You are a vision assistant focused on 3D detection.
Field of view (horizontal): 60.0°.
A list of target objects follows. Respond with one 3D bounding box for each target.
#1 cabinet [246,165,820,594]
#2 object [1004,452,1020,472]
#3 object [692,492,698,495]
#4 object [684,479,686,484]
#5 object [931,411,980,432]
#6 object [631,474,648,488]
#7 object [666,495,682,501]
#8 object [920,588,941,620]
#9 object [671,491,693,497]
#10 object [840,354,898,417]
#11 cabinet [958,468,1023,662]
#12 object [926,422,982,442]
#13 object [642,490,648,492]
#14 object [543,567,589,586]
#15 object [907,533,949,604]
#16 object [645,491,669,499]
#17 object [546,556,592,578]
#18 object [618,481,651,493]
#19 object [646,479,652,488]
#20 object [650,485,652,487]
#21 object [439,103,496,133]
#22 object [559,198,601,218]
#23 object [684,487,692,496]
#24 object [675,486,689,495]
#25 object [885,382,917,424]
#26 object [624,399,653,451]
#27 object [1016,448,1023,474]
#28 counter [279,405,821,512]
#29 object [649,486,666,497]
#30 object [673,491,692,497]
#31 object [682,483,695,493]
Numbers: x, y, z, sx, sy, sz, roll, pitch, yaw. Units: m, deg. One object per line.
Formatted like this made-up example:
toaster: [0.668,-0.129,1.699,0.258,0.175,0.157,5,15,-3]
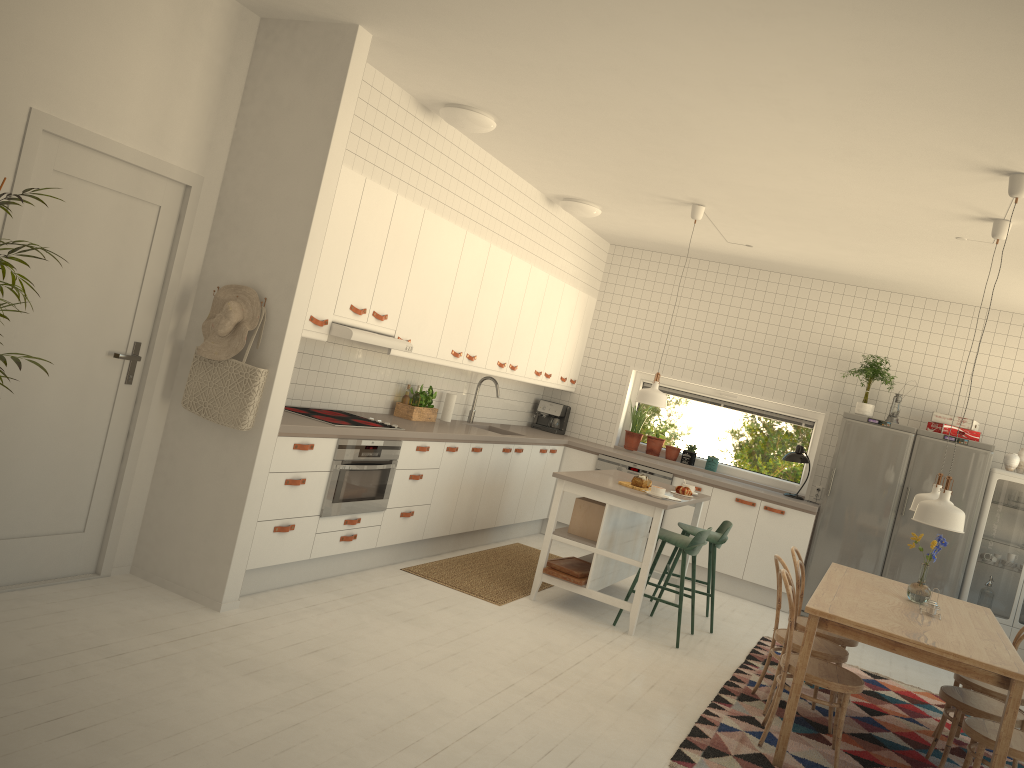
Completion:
cabinet: [0.615,0.262,6.255,2.855,2.159,4.842,14,1,24]
object: [4.072,1.203,6.667,0.944,1.208,0.261,14,1,40]
object: [1.298,0.804,6.576,0.160,0.020,0.160,14,1,20]
object: [1.298,0.759,6.598,0.028,0.086,0.102,13,1,-25]
object: [3.643,0.313,7.288,0.312,0.082,0.307,14,1,36]
object: [0.877,0.661,6.077,0.086,0.087,0.090,14,1,31]
object: [1.061,0.767,5.984,0.167,0.005,0.167,14,1,19]
object: [2.122,1.096,4.467,0.095,0.138,0.154,14,1,24]
object: [1.230,0.796,6.416,0.122,0.005,0.120,15,2,42]
object: [3.029,0.009,7.484,0.474,0.545,0.467,14,1,38]
cabinet: [4.027,1.533,7.024,0.789,1.592,0.452,14,1,24]
object: [3.624,0.394,7.286,0.309,0.082,0.312,14,1,4]
object: [0.911,0.717,5.888,0.132,0.011,0.028,13,1,-27]
object: [0.413,1.273,5.972,0.281,0.030,0.430,14,1,24]
object: [2.219,0.984,4.756,0.144,0.388,0.206,13,1,-14]
object: [0.956,0.737,5.853,0.160,0.020,0.160,13,1,-10]
object: [0.435,1.246,6.048,0.281,0.030,0.430,14,1,32]
object: [0.895,0.717,6.137,0.237,0.019,0.306,15,2,40]
object: [0.925,0.685,6.141,0.083,0.057,0.072,14,1,30]
object: [0.934,0.707,6.198,0.077,0.017,0.068,14,1,32]
object: [-0.269,-1.579,5.329,0.351,0.101,0.352,13,1,-24]
object: [0.553,-1.422,7.226,0.351,0.101,0.352,13,1,-24]
object: [1.272,0.778,6.421,0.060,0.059,0.074,13,1,-7]
object: [1.220,0.766,6.409,0.070,0.060,0.131,13,1,-28]
object: [3.232,0.144,7.389,0.154,0.383,0.164,13,1,-43]
object: [1.231,0.406,8.695,0.300,0.499,0.333,14,1,7]
object: [4.045,0.612,7.025,0.102,0.206,0.102,14,1,8]
counter: [0.523,0.649,6.260,2.858,0.163,4.842,14,1,24]
object: [0.960,0.709,5.852,0.098,0.064,0.094,13,1,-18]
object: [1.228,0.798,6.412,0.167,0.005,0.167,14,1,19]
object: [1.305,0.779,6.578,0.094,0.060,0.098,14,1,21]
